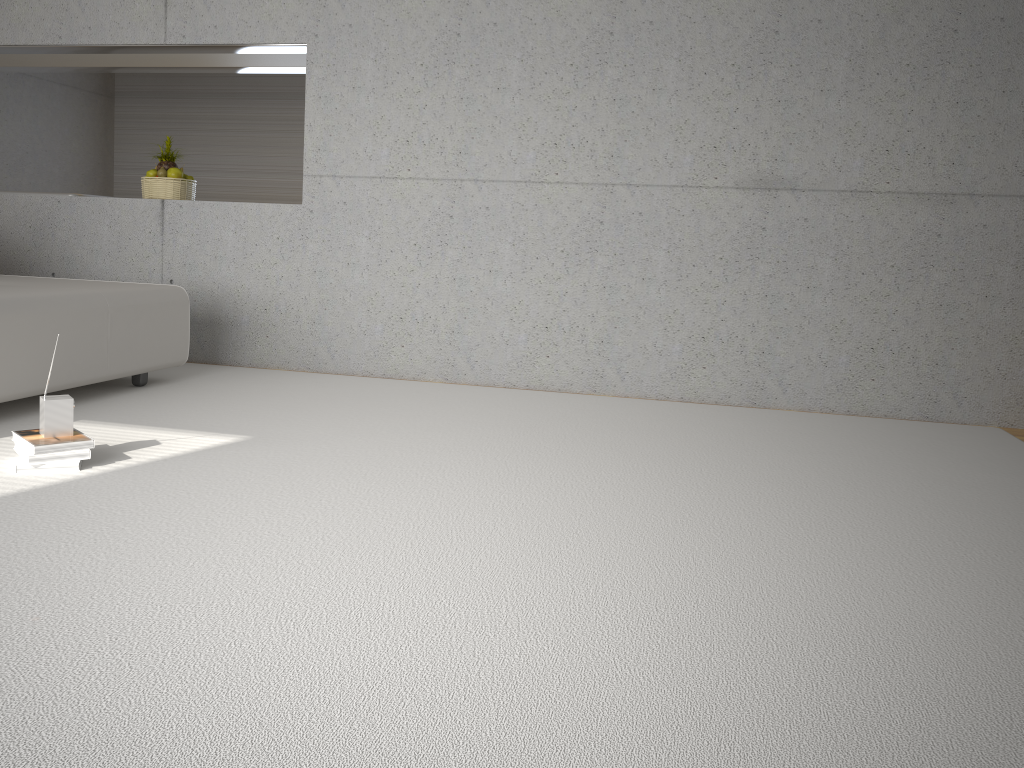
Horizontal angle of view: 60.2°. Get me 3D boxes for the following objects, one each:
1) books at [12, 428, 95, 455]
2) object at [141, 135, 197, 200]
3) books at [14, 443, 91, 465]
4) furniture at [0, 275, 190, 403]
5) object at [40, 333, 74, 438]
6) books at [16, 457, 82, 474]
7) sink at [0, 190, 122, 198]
[{"bbox_3d":[-1.580,0.191,3.040,0.189,0.032,0.266,-5,12,-43],"label":"books"},{"bbox_3d":[-2.312,-1.449,5.951,0.333,0.439,0.372,2,6,-2],"label":"object"},{"bbox_3d":[-1.581,0.224,3.035,0.189,0.032,0.266,-4,11,-38],"label":"books"},{"bbox_3d":[-2.780,-0.190,3.984,1.613,0.518,2.185,4,9,12],"label":"furniture"},{"bbox_3d":[-1.534,0.001,2.997,0.090,0.364,0.187,-1,6,-37],"label":"object"},{"bbox_3d":[-1.582,0.256,3.037,0.189,0.032,0.267,-1,9,-23],"label":"books"},{"bbox_3d":[-3.605,-1.412,6.256,1.704,0.536,0.772,4,8,12],"label":"sink"}]
